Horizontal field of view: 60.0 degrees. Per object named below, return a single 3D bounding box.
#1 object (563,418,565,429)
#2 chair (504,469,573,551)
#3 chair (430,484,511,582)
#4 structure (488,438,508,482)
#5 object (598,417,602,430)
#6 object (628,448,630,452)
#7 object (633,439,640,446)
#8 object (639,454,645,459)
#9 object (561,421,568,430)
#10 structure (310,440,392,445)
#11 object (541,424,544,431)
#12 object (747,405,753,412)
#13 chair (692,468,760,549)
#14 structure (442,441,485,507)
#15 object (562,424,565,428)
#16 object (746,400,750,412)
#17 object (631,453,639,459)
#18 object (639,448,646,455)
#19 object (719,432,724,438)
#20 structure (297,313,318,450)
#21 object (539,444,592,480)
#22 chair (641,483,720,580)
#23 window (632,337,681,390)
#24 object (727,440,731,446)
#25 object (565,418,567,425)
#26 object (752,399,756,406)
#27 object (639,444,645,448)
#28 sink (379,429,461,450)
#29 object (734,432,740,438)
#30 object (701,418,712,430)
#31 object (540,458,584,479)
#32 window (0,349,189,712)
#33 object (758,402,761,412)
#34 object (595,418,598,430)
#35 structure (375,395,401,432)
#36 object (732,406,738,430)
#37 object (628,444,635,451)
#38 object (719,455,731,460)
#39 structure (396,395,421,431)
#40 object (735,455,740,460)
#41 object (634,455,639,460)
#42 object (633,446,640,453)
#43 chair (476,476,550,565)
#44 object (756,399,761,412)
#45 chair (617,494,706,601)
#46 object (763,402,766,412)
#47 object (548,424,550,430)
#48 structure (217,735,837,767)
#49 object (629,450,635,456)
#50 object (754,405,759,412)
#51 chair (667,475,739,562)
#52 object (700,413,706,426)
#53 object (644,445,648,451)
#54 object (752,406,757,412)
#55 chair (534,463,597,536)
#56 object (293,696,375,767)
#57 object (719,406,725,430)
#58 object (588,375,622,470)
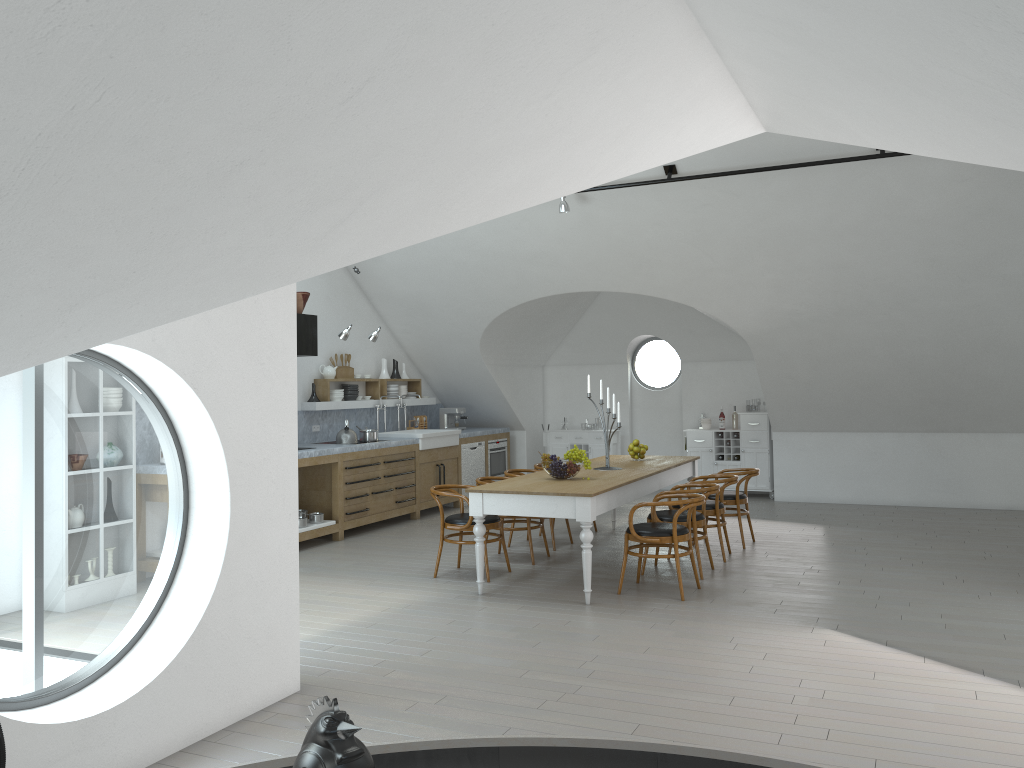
[{"bbox_3d":[0.784,0.587,13.348,0.039,0.175,0.054,-2,-2,25],"label":"object"},{"bbox_3d":[0.232,1.222,8.747,0.621,0.735,0.527,-2,-1,28],"label":"chair"},{"bbox_3d":[-0.378,1.229,7.428,0.621,0.735,0.527,-2,-1,25],"label":"chair"},{"bbox_3d":[-0.462,1.110,12.743,0.630,0.637,0.632,-1,-1,25],"label":"structure"},{"bbox_3d":[1.285,0.584,12.974,0.063,0.187,0.063,-1,-2,10],"label":"object"},{"bbox_3d":[1.200,0.668,8.964,0.062,0.059,0.062,-2,-1,29],"label":"object"},{"bbox_3d":[1.250,0.591,8.916,0.072,0.074,0.072,-1,-1,25],"label":"object"},{"bbox_3d":[1.307,0.724,8.920,0.063,0.063,0.064,-2,-1,36],"label":"object"},{"bbox_3d":[0.792,0.622,13.338,0.101,0.138,0.067,-2,-2,25],"label":"object"},{"bbox_3d":[-1.832,0.680,10.092,0.647,0.041,0.737,-1,0,25],"label":"structure"},{"bbox_3d":[0.485,0.728,13.209,0.088,0.269,0.029,-1,-2,-2],"label":"object"},{"bbox_3d":[3.255,0.339,12.115,0.082,0.105,0.081,0,-1,-27],"label":"object"},{"bbox_3d":[2.102,1.189,8.625,0.621,0.735,0.527,-2,-1,28],"label":"chair"},{"bbox_3d":[-0.781,1.209,12.056,0.598,0.823,0.724,-2,-1,25],"label":"structure"},{"bbox_3d":[0.796,0.602,13.345,0.097,0.137,0.029,-2,-2,28],"label":"object"},{"bbox_3d":[3.253,0.307,12.197,0.048,0.169,0.048,0,-2,-33],"label":"object"},{"bbox_3d":[1.237,0.718,8.945,0.080,0.074,0.078,-1,-1,-20],"label":"object"},{"bbox_3d":[1.305,0.674,8.865,0.071,0.072,0.070,-1,-1,-11],"label":"object"},{"bbox_3d":[2.933,0.706,12.337,0.092,0.094,0.359,-2,0,25],"label":"object"},{"bbox_3d":[-2.566,-0.270,8.952,0.780,1.886,1.075,-2,-2,25],"label":"structure"},{"bbox_3d":[0.431,0.639,7.257,0.394,0.284,0.292,-1,-1,-11],"label":"object"},{"bbox_3d":[1.417,1.197,7.344,0.621,0.735,0.527,-2,-1,25],"label":"chair"},{"bbox_3d":[2.190,-0.305,13.285,0.899,0.900,0.060,-1,-2,25],"label":"window"},{"bbox_3d":[3.029,0.815,12.297,0.085,0.085,0.331,-1,0,24],"label":"object"},{"bbox_3d":[0.807,0.588,13.321,0.039,0.164,0.024,-2,-2,38],"label":"object"},{"bbox_3d":[3.355,0.301,12.302,0.054,0.179,0.054,-2,-2,19],"label":"object"},{"bbox_3d":[1.302,0.629,8.899,0.058,0.057,0.053,-2,-1,39],"label":"object"},{"bbox_3d":[-1.193,0.702,11.235,0.727,0.202,1.020,-1,0,25],"label":"sink"},{"bbox_3d":[3.118,0.707,12.242,0.087,0.085,0.360,-1,0,25],"label":"object"},{"bbox_3d":[2.728,0.562,12.443,0.158,0.160,0.154,0,-1,-37],"label":"object"},{"bbox_3d":[0.415,0.702,7.279,0.360,0.160,0.360,-1,0,5],"label":"object"},{"bbox_3d":[-1.924,0.564,3.666,0.104,1.472,1.470,-2,-1,25],"label":"window"},{"bbox_3d":[3.388,0.315,12.138,0.046,0.143,0.046,-2,-2,36],"label":"object"},{"bbox_3d":[1.247,0.589,13.025,0.054,0.179,0.054,-1,-2,2],"label":"object"},{"bbox_3d":[-1.540,0.406,11.175,0.332,0.530,0.214,-1,-2,5],"label":"structure"},{"bbox_3d":[3.095,0.469,12.297,0.085,0.331,0.085,0,-2,-16],"label":"object"},{"bbox_3d":[1.202,0.639,8.907,0.066,0.071,0.072,-1,-1,-6],"label":"object"},{"bbox_3d":[2.966,1.011,12.317,0.156,0.085,0.331,-1,0,26],"label":"object"},{"bbox_3d":[-1.336,0.404,11.618,0.332,0.530,0.214,-1,-2,5],"label":"structure"},{"bbox_3d":[3.121,1.012,12.238,0.081,0.081,0.358,-1,0,23],"label":"object"},{"bbox_3d":[1.250,0.732,8.879,0.049,0.050,0.051,-2,-1,28],"label":"object"},{"bbox_3d":[1.245,0.655,8.848,0.071,0.064,0.072,-1,-1,18],"label":"object"},{"bbox_3d":[-0.019,1.224,8.061,0.621,0.735,0.527,-1,-1,22],"label":"chair"},{"bbox_3d":[3.418,0.296,12.293,0.063,0.187,0.063,-1,-2,11],"label":"object"},{"bbox_3d":[1.150,1.199,6.667,0.621,0.735,0.527,-2,-1,28],"label":"chair"},{"bbox_3d":[3.461,0.314,12.140,0.046,0.143,0.046,-2,-2,36],"label":"object"},{"bbox_3d":[0.535,0.727,13.186,0.029,0.269,0.088,0,-2,-39],"label":"object"},{"bbox_3d":[0.070,1.914,1.668,4.709,0.694,4.706,-1,0,-20],"label":"structure"},{"bbox_3d":[1.202,0.694,8.880,0.059,0.056,0.059,-1,-1,19],"label":"object"},{"bbox_3d":[3.375,0.340,12.234,0.071,0.099,0.071,-2,-2,33],"label":"object"},{"bbox_3d":[1.737,1.193,7.998,0.621,0.735,0.527,-1,-1,20],"label":"chair"},{"bbox_3d":[2.730,0.517,12.689,0.115,0.209,0.065,-2,-2,27],"label":"object"},{"bbox_3d":[1.344,0.645,8.936,0.063,0.063,0.062,-1,-1,-13],"label":"object"},{"bbox_3d":[3.316,0.348,12.175,0.077,0.085,0.077,-2,-1,33],"label":"object"},{"bbox_3d":[0.544,1.218,9.399,0.621,0.735,0.527,-1,-1,21],"label":"chair"},{"bbox_3d":[-0.681,1.479,3.381,0.320,0.563,0.320,-1,-1,-2],"label":"object"},{"bbox_3d":[2.934,0.473,12.378,0.081,0.330,0.081,-2,-2,21],"label":"object"},{"bbox_3d":[0.862,0.339,8.155,0.265,0.876,0.774,-1,-1,-1],"label":"object"}]
